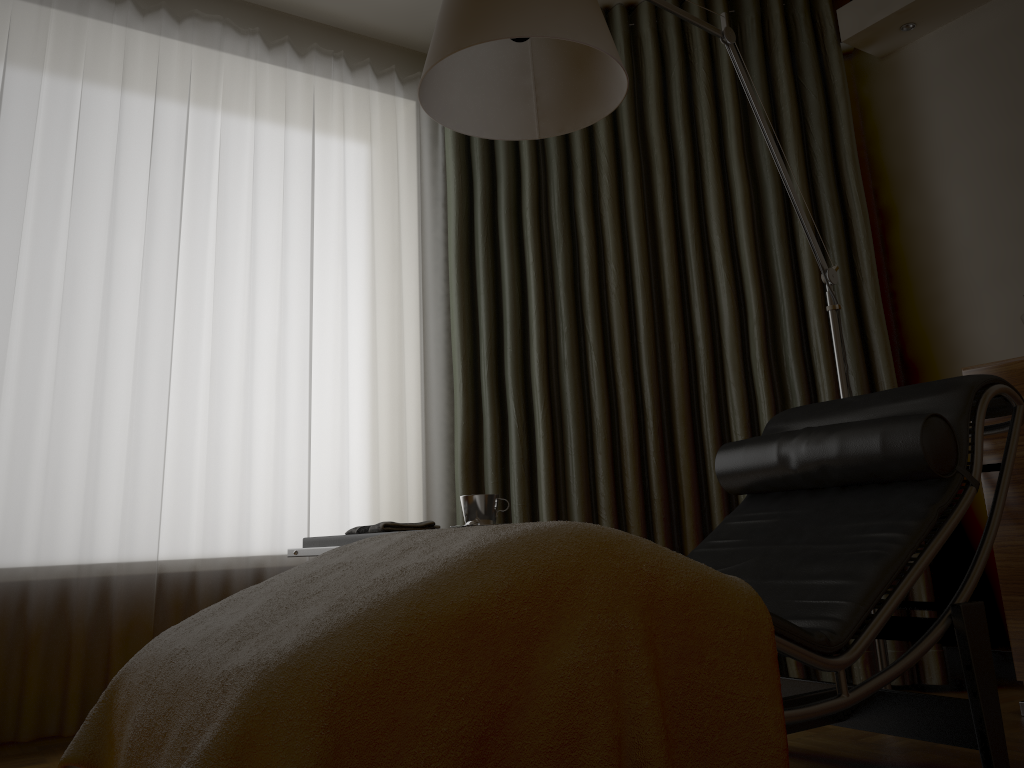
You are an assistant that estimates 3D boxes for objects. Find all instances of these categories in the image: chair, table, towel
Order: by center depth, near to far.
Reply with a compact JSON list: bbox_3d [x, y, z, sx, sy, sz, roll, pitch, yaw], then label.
[{"bbox_3d":[0.295,0.370,1.652,1.780,0.815,0.625,4,-15,-33],"label":"chair"},{"bbox_3d":[-0.173,0.391,2.208,0.496,0.046,0.511,6,-14,-42],"label":"table"},{"bbox_3d":[-0.298,0.367,2.226,0.178,0.036,0.237,3,-12,-29],"label":"towel"}]

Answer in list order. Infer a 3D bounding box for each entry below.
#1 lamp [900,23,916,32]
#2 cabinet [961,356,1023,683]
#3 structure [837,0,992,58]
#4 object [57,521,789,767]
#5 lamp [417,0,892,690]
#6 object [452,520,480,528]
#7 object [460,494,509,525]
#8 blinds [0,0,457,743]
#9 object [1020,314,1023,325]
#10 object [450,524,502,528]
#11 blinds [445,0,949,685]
[{"bbox_3d":[1.690,-1.356,2.655,0.050,0.029,1.140,5,-13,-33],"label":"lamp"},{"bbox_3d":[1.902,0.253,1.792,0.414,0.880,1.648,7,-14,-33],"label":"cabinet"},{"bbox_3d":[1.890,-1.468,2.391,0.272,0.133,2.146,5,-12,-33],"label":"structure"},{"bbox_3d":[-0.149,0.490,1.342,0.905,0.531,0.903,5,-13,-33],"label":"object"},{"bbox_3d":[0.463,-0.135,2.007,1.410,2.010,0.443,5,-16,-29],"label":"lamp"},{"bbox_3d":[-0.110,0.327,2.059,0.029,0.020,0.122,-8,-12,25],"label":"object"},{"bbox_3d":[-0.072,0.313,2.162,0.110,0.080,0.096,5,-14,-31],"label":"object"},{"bbox_3d":[-1.129,-0.182,2.736,2.186,2.340,0.091,5,-17,-32],"label":"blinds"},{"bbox_3d":[1.490,-0.144,2.419,0.155,0.157,0.153,-5,-13,13],"label":"object"},{"bbox_3d":[-0.076,0.348,2.150,0.149,0.009,0.147,3,-11,-28],"label":"object"},{"bbox_3d":[0.507,-0.248,3.147,1.530,2.506,0.220,-5,-15,11],"label":"blinds"}]
